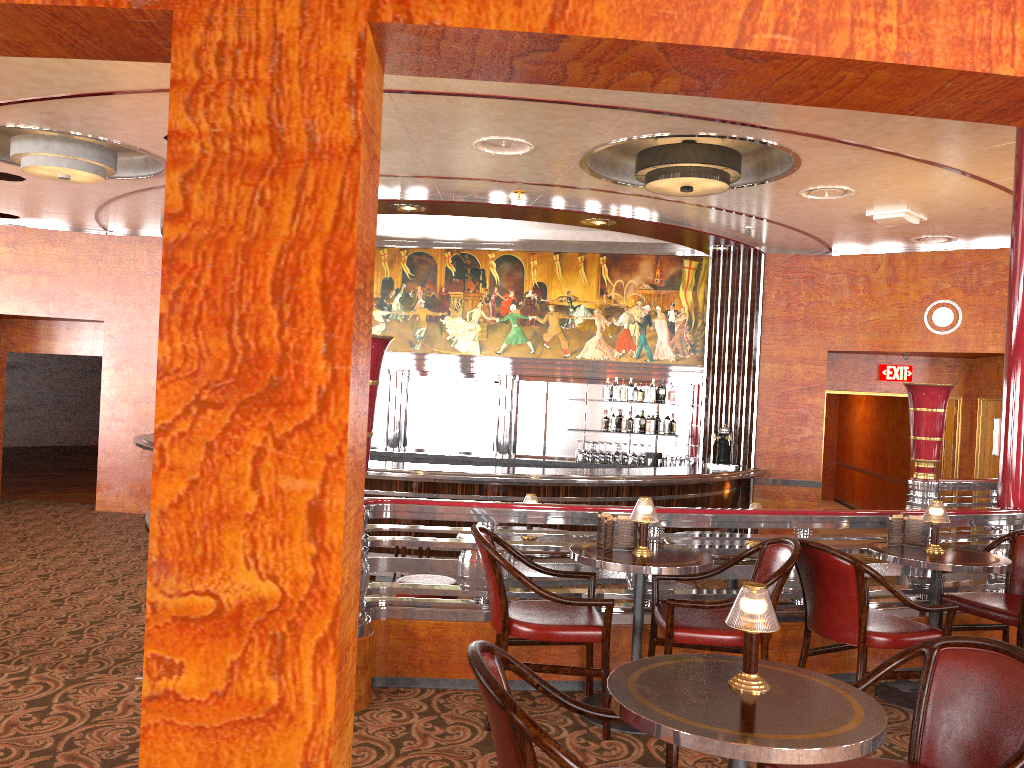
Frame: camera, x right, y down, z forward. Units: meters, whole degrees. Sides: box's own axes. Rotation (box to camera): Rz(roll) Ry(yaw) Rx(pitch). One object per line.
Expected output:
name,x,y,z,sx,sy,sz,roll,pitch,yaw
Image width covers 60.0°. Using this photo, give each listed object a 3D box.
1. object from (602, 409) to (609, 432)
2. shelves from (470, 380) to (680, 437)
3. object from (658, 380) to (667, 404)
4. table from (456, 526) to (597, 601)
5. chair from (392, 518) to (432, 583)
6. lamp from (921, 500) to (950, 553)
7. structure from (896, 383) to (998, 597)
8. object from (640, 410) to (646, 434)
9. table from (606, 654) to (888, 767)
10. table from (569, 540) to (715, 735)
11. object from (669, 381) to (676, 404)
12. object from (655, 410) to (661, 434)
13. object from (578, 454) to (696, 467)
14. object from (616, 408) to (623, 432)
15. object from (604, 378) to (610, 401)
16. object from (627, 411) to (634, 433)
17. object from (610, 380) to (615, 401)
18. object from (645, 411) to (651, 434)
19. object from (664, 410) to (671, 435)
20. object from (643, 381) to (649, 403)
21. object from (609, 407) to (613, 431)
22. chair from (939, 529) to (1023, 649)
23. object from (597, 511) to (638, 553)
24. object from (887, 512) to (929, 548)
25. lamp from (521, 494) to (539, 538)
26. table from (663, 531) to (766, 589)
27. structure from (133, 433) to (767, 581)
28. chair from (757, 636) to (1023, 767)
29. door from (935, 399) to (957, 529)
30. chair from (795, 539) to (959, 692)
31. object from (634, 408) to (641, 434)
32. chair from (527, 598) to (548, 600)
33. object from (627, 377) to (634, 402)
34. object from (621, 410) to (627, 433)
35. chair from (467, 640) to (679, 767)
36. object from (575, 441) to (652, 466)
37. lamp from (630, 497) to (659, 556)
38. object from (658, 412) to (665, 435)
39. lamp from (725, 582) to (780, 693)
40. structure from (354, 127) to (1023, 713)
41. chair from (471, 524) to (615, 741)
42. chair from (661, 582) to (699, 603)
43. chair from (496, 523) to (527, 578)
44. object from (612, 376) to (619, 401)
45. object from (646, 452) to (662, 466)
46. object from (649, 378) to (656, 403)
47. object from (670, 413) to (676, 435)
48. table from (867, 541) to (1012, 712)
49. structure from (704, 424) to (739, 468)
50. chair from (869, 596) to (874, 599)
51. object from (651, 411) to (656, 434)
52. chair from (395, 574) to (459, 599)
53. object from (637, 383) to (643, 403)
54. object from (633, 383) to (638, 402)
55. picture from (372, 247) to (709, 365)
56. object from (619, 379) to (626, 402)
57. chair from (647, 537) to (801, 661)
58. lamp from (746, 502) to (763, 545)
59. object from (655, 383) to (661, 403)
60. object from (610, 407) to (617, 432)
object,1.163,0.451,10.964,0.080,0.272,0.080,3,0,10
shelves,0.766,0.294,10.999,2.594,0.568,0.339,3,0,7
object,1.830,0.093,10.773,0.090,0.293,0.090,3,0,41
table,0.076,1.376,5.177,0.849,0.960,0.849,3,0,9
chair,-0.873,1.449,7.762,0.350,0.755,0.350,3,0,-19
lamp,2.094,0.702,4.386,0.130,0.250,0.130,3,0,-36
structure,4.385,1.071,7.953,3.170,2.024,0.623,3,0,-43
object,1.605,0.462,10.913,0.090,0.293,0.090,3,0,1
table,0.530,1.097,2.112,0.640,0.720,0.639,3,0,-31
table,0.560,1.111,3.958,0.640,0.720,0.639,3,0,-40
object,1.954,0.104,10.777,0.067,0.283,0.067,3,0,19
object,1.795,0.471,10.960,0.090,0.293,0.090,3,0,41
object,1.538,0.917,10.884,1.424,0.135,0.403,3,0,13
object,1.338,0.449,10.987,0.090,0.293,0.090,3,0,-14
object,1.171,0.066,10.875,0.067,0.283,0.067,3,0,-37
object,1.464,0.465,10.946,0.080,0.272,0.080,3,0,10
object,1.253,0.084,10.972,0.090,0.256,0.090,3,0,28
object,1.659,0.469,10.785,0.067,0.283,0.067,3,0,-18
object,1.901,0.470,10.842,0.078,0.305,0.078,3,0,20
object,1.652,0.095,10.915,0.080,0.272,0.080,3,0,-25
object,1.254,0.439,10.981,0.078,0.305,0.206,3,0,3
chair,2.614,1.166,4.594,0.615,0.817,0.587,3,0,-23
object,0.440,0.666,4.012,0.195,0.156,0.169,3,0,-33
object,1.986,0.745,4.532,0.169,0.156,0.195,3,0,-23
lamp,0.107,0.772,5.199,0.130,0.250,0.130,3,0,27
table,1.323,1.438,5.367,0.849,0.960,0.849,3,0,-13
structure,-1.051,1.306,9.561,7.809,1.047,3.207,3,0,7
chair,1.001,1.072,2.249,0.615,0.817,0.587,3,0,-13
door,5.332,1.149,11.092,0.063,1.983,0.808,3,0,1
chair,1.570,1.112,4.011,0.615,0.817,0.587,3,0,-23
object,1.534,0.452,10.827,0.078,0.305,0.078,2,1,-45
chair,0.237,1.482,4.622,0.350,0.755,0.350,3,0,-42
object,1.447,0.068,10.819,0.078,0.305,0.078,3,0,-5
object,1.380,0.456,10.874,0.067,0.283,0.067,3,0,-27
chair,0.183,1.031,2.068,0.615,0.817,0.588,3,0,-8
object,1.242,0.848,10.872,0.951,0.245,0.396,3,0,10
lamp,0.584,0.626,3.918,0.130,0.250,0.130,3,0,18
object,1.824,0.482,10.806,0.080,0.272,0.080,3,0,10
lamp,0.586,0.614,2.169,0.130,0.250,0.130,3,0,36
structure,1.126,0.099,4.611,4.354,3.606,0.549,3,0,-19
chair,0.107,1.040,3.887,0.615,0.817,0.588,3,0,-3
chair,0.859,1.515,4.985,0.350,0.755,0.350,3,0,-42
chair,-0.041,1.490,7.822,0.350,0.755,0.350,3,0,-42
object,1.276,0.060,10.862,0.078,0.305,0.078,3,0,-2
object,1.706,0.913,10.776,0.169,0.156,0.195,3,0,32
object,1.717,0.081,10.802,0.078,0.305,0.078,3,0,-12
object,1.983,0.491,10.919,0.080,0.272,0.080,3,0,5
table,2.064,1.186,4.342,0.640,0.720,0.639,3,0,-22
structure,2.459,0.733,10.341,0.360,0.540,0.280,3,0,27
chair,1.884,1.566,5.115,0.350,0.755,0.350,3,0,23
object,1.721,0.472,10.846,0.067,0.283,0.067,3,0,-32
chair,-0.478,1.449,4.846,0.350,0.755,0.350,3,0,-34
object,1.569,0.108,10.829,0.070,0.238,0.070,3,0,-19
object,1.492,0.106,10.901,0.068,0.235,0.212,3,0,27
picture,-0.736,-1.031,11.148,6.254,1.322,0.001,3,0,7
object,1.360,0.081,10.852,0.080,0.272,0.080,3,0,0
chair,0.939,1.081,3.942,0.615,0.817,0.588,3,0,2
lamp,1.458,0.838,5.317,0.130,0.250,0.130,3,0,18
object,1.815,0.111,10.942,0.090,0.256,0.090,3,0,13
object,1.248,0.438,10.892,0.078,0.305,0.078,3,0,0
